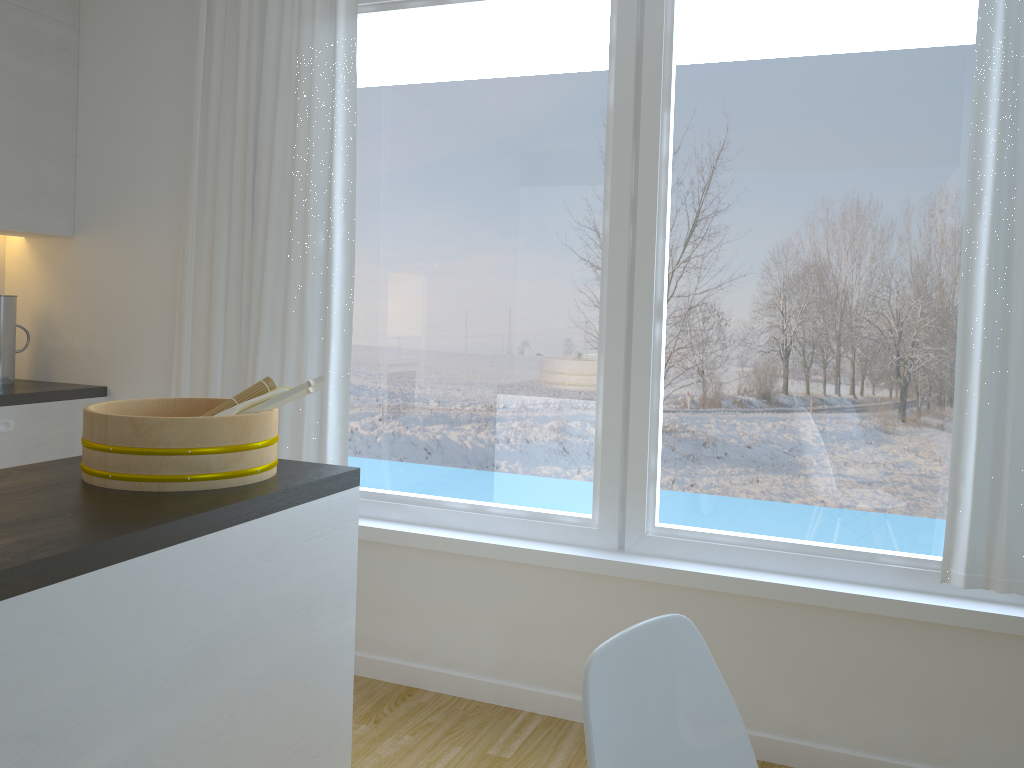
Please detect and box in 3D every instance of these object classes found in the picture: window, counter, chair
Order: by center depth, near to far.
[{"bbox_3d":[-1.054,0.261,0.945,0.601,0.040,2.405,4,5,21],"label":"counter"},{"bbox_3d":[0.343,0.784,1.000,0.524,0.900,0.430,4,2,41],"label":"chair"},{"bbox_3d":[-2.278,0.074,2.745,0.601,0.040,2.004,4,5,21],"label":"counter"},{"bbox_3d":[0.399,-0.419,2.876,2.729,1.915,0.088,3,1,21],"label":"window"}]

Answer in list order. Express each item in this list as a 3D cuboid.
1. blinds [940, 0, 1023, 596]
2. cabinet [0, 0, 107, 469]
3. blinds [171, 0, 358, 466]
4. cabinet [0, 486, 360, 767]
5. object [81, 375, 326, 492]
[{"bbox_3d":[1.557,-0.508,2.209,0.795,2.157,0.150,3,1,22],"label":"blinds"},{"bbox_3d":[-2.429,-0.205,2.159,0.481,2.296,3.206,2,3,21],"label":"cabinet"},{"bbox_3d":[-0.920,-0.672,3.186,0.795,2.157,0.150,3,1,21],"label":"blinds"},{"bbox_3d":[-1.071,0.735,0.954,0.601,0.908,2.405,3,4,21],"label":"cabinet"},{"bbox_3d":[-0.655,0.077,1.837,0.429,0.214,0.379,-1,5,-40],"label":"object"}]
